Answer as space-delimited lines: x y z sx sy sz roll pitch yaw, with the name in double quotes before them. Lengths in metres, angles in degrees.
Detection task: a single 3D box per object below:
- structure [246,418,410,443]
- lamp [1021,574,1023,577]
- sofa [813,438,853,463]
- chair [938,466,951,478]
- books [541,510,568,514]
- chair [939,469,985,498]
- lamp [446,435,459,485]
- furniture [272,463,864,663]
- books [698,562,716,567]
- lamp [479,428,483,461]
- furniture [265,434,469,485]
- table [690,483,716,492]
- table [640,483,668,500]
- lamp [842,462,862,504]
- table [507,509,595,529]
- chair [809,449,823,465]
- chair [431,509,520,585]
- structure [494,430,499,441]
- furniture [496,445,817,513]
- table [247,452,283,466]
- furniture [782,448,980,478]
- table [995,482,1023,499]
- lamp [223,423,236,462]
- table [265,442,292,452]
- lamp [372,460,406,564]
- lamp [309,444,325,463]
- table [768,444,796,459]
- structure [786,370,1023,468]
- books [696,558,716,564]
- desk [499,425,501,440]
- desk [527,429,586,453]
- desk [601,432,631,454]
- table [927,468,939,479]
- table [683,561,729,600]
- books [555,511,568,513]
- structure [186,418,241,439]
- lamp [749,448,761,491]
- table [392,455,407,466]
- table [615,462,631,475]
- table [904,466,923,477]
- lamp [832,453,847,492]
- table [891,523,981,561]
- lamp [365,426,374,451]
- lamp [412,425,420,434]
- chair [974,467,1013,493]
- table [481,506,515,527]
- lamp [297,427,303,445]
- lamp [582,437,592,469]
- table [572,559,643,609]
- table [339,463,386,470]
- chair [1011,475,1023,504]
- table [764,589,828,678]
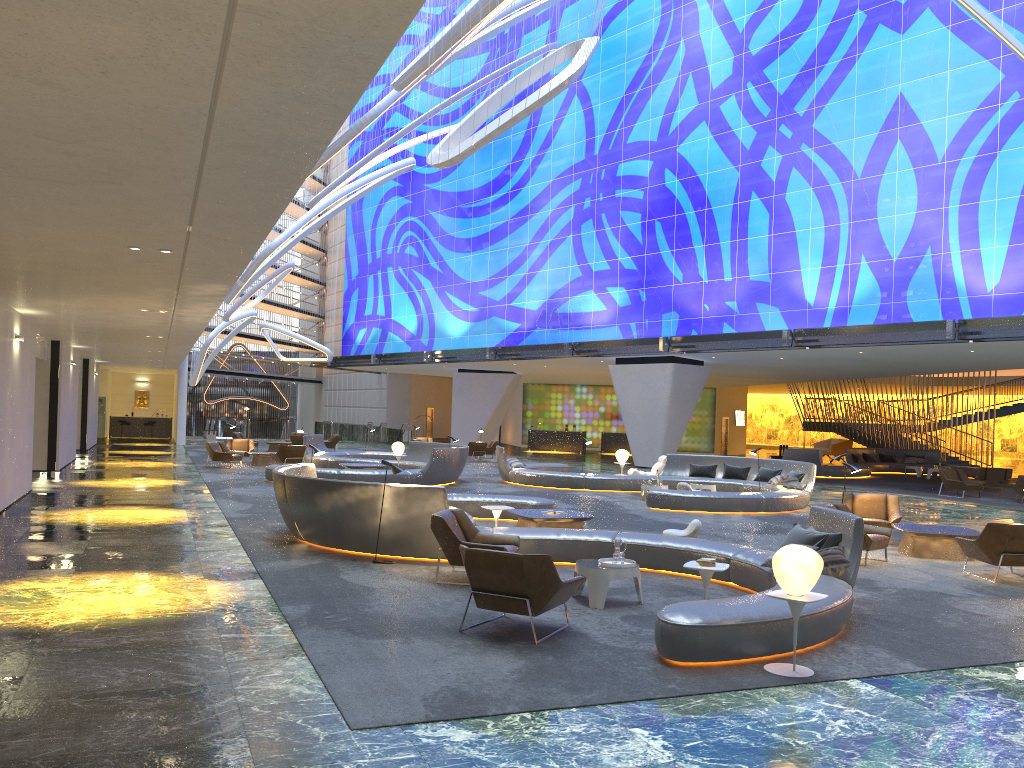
"structure" -13.956 6.464 59.114 9.308 8.398 19.732 2 -2 -22
"lamp" 6.825 1.898 11.653 0.202 1.300 0.384 2 0 30
"sofa" 16.548 3.407 45.779 1.062 1.179 3.418 2 -2 4
"chair" 16.257 3.328 33.423 0.491 0.501 0.587 2 -1 -5
"books" 0.670 1.998 13.873 0.395 0.039 0.301 2 -2 -8
"chair" 12.617 2.798 24.983 0.930 0.766 0.938 2 -1 -24
"lamp" -1.589 1.991 23.233 0.384 1.300 0.202 2 0 -5
"furniture" -0.046 1.798 11.566 5.188 0.969 9.926 3 -2 -25
"books" 1.774 1.634 8.078 0.128 0.030 0.182 2 -2 0
"lamp" -1.246 2.393 35.197 0.202 1.300 0.384 2 0 -5
"furniture" -3.959 2.144 26.195 5.186 0.969 9.930 2 -2 -5
"table" 4.486 2.576 21.107 0.673 0.406 0.671 2 -1 -2
"table" 3.206 2.506 20.294 0.670 0.406 0.674 1 -2 30
"lamp" 5.688 1.968 14.968 0.384 1.300 0.202 2 0 31
"table" 0.591 2.207 13.804 1.203 0.392 1.203 3 -2 -21
"chair" 11.953 3.052 35.250 0.728 0.882 1.158 2 -1 22
"chair" -0.420 1.875 10.209 0.938 0.766 0.930 2 -1 11
"structure" -0.968 2.578 51.832 1.023 2.051 0.772 2 0 -43
"furniture" 3.344 2.286 23.004 5.188 0.969 9.925 3 -2 -30
"table" -7.805 2.395 28.262 1.203 0.392 1.203 3 -2 -22
"furniture" 13.349 2.984 34.049 9.927 0.969 5.187 2 -2 -5
"table" 14.413 3.046 25.195 1.202 0.392 1.204 1 -2 33
"lamp" -9.292 1.923 29.107 0.384 1.300 0.202 2 0 -5
"table" -9.574 2.611 36.717 1.203 0.392 1.203 2 -2 -4
"lamp" -1.534 1.598 11.107 0.384 1.300 0.202 2 0 -22
"lamp" -3.304 1.657 14.758 0.384 1.300 0.202 2 0 28
"table" 14.648 3.623 47.788 1.241 0.727 2.308 1 -2 26
"structure" 22.036 1.195 40.778 11.987 6.246 16.488 3 -2 -22
"books" 1.771 1.608 8.076 0.133 0.022 0.189 1 -2 29
"desk" -1.444 3.382 62.436 2.976 1.097 0.814 1 -1 17
"desk" 2.376 3.003 46.882 2.976 1.097 0.814 1 -1 17
"desk" 6.257 3.137 46.948 2.976 1.097 0.814 2 -1 15
"table" 15.737 3.336 32.769 0.671 0.406 0.673 3 -2 -35
"table" 1.743 1.945 8.066 0.427 0.595 0.418 2 -1 22
"books" 0.771 2.007 13.871 0.133 0.012 0.189 3 -2 -32
"structure" -19.758 6.143 56.310 3.018 8.238 19.827 2 -1 -22
"lamp" 5.903 2.187 21.472 0.384 1.300 0.202 2 0 -29
"table" -3.257 2.344 25.467 0.418 0.595 0.427 2 -1 -23
"table" 3.139 2.557 25.387 0.427 0.595 0.418 1 -1 42
"table" 15.542 3.379 34.272 0.671 0.406 0.674 1 -1 23
"lamp" 7.194 2.164 19.433 0.384 1.300 0.202 2 0 22
"table" 6.413 2.391 13.411 1.202 0.392 1.204 2 -2 14
"lamp" -4.967 2.123 30.759 0.384 1.300 0.202 2 0 -5
"lamp" -4.083 2.364 37.252 0.384 1.300 0.202 2 0 -5
"chair" 14.504 2.917 26.677 0.929 0.766 0.939 1 -1 39
"table" -0.218 2.021 12.416 0.418 0.595 0.427 2 -1 -26
"lamp" -6.455 1.951 27.053 0.202 1.300 0.384 2 0 -5
"lamp" 2.106 2.186 25.388 0.384 1.300 0.202 2 0 44
"table" 0.986 2.071 9.246 0.671 0.406 0.673 3 -1 -25
"table" -4.059 2.383 24.026 1.203 0.392 1.203 3 -2 -21
"chair" 13.784 2.786 23.404 0.929 0.766 0.939 2 -1 17
"table" 2.186 1.930 6.878 0.427 0.595 0.418 1 -1 42
